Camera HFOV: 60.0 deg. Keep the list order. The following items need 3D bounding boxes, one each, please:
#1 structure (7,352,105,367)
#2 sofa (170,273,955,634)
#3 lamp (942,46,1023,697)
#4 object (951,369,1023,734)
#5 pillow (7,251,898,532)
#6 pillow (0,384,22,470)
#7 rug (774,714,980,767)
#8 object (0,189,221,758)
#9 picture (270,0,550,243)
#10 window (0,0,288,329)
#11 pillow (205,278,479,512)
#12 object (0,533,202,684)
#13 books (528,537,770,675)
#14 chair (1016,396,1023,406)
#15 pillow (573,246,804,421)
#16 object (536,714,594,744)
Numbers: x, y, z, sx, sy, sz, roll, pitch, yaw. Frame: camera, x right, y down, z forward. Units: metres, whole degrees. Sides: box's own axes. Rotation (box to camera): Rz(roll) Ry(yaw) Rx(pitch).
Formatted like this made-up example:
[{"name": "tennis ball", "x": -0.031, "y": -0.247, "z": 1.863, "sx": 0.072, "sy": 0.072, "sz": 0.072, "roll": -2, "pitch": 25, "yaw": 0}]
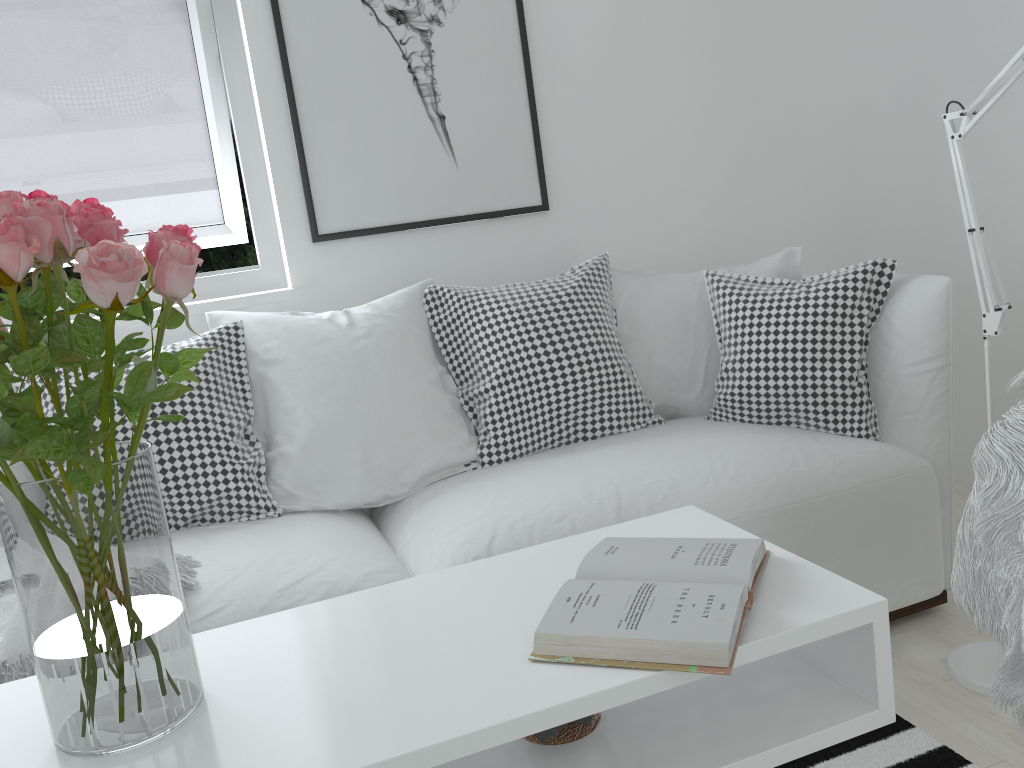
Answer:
[{"name": "structure", "x": -1.023, "y": 0.232, "z": 2.368, "sx": 1.655, "sy": 0.660, "sz": 0.206, "roll": -11, "pitch": 10, "yaw": -18}, {"name": "sofa", "x": -0.300, "y": 0.320, "z": 2.026, "sx": 2.647, "sy": 0.768, "sz": 0.917, "roll": -11, "pitch": 10, "yaw": -18}, {"name": "lamp", "x": 0.930, "y": -0.070, "z": 1.496, "sx": 0.196, "sy": 1.373, "sz": 0.527, "roll": -10, "pitch": 10, "yaw": -13}, {"name": "object", "x": 1.091, "y": 0.086, "z": 1.132, "sx": 0.954, "sy": 0.789, "sz": 0.784, "roll": -16, "pitch": 12, "yaw": -37}, {"name": "pillow", "x": -0.349, "y": 0.058, "z": 2.017, "sx": 2.488, "sy": 0.513, "sz": 0.676, "roll": -11, "pitch": 10, "yaw": -16}, {"name": "pillow", "x": -1.282, "y": 0.222, "z": 1.887, "sx": 0.321, "sy": 0.491, "sz": 0.617, "roll": 2, "pitch": 14, "yaw": 45}, {"name": "rug", "x": 0.213, "y": 0.928, "z": 0.419, "sx": 1.846, "sy": 0.004, "sz": 4.362, "roll": -11, "pitch": 10, "yaw": -18}, {"name": "object", "x": -0.463, "y": 0.094, "z": 0.945, "sx": 0.350, "sy": 0.599, "sz": 0.327, "roll": -8, "pitch": 10, "yaw": 2}, {"name": "picture", "x": -0.298, "y": -0.986, "z": 2.512, "sx": 0.720, "sy": 1.072, "sz": 0.015, "roll": -11, "pitch": 10, "yaw": -18}, {"name": "window", "x": -4.329, "y": -0.535, "z": 3.426, "sx": 12.055, "sy": 8.137, "sz": 4.514, "roll": -11, "pitch": 10, "yaw": -18}, {"name": "pillow", "x": -0.390, "y": 0.038, "z": 2.150, "sx": 0.599, "sy": 0.505, "sz": 0.391, "roll": -11, "pitch": 10, "yaw": -18}, {"name": "object", "x": -0.917, "y": 0.449, "z": 1.707, "sx": 0.670, "sy": 0.291, "sz": 0.831, "roll": -11, "pitch": 11, "yaw": -19}, {"name": "books", "x": 0.187, "y": 0.258, "z": 1.126, "sx": 0.231, "sy": 0.040, "sz": 0.342, "roll": -4, "pitch": 11, "yaw": 24}, {"name": "chair", "x": 1.112, "y": 0.188, "z": 1.152, "sx": 0.776, "sy": 0.941, "sz": 0.719, "roll": -17, "pitch": 14, "yaw": -42}, {"name": "pillow", "x": 0.488, "y": -0.119, "z": 2.422, "sx": 0.623, "sy": 0.498, "sz": 0.333, "roll": -5, "pitch": 10, "yaw": 15}, {"name": "object", "x": 0.046, "y": 0.392, "z": 1.139, "sx": 0.194, "sy": 0.088, "sz": 0.186, "roll": -13, "pitch": 11, "yaw": -28}]
